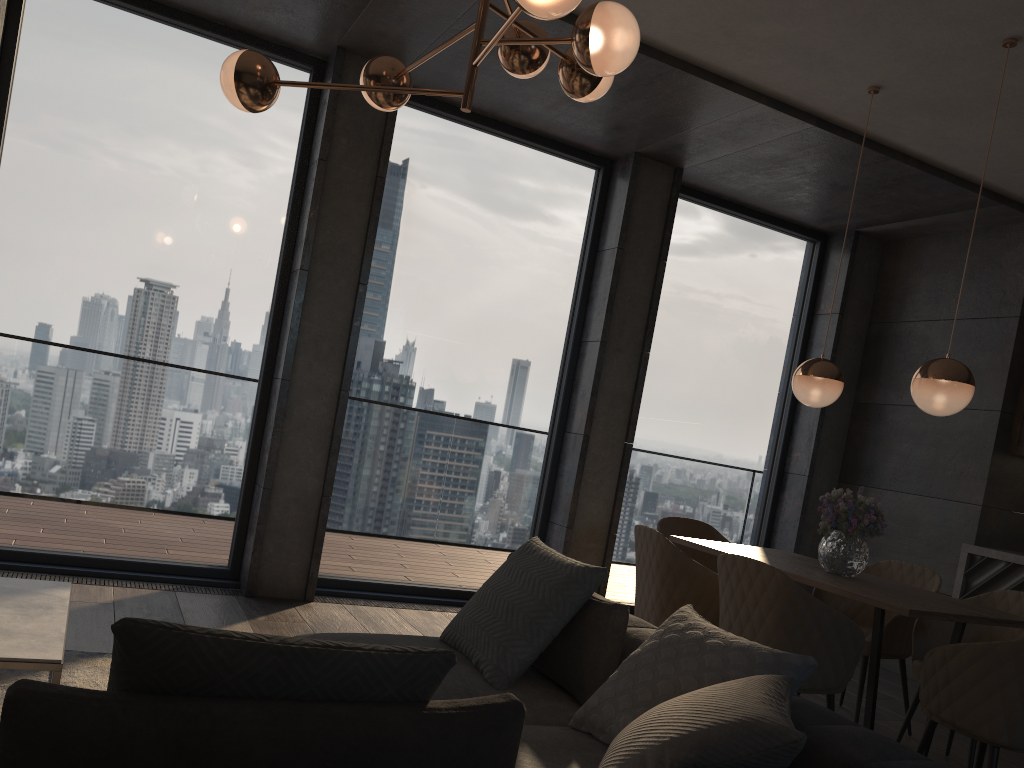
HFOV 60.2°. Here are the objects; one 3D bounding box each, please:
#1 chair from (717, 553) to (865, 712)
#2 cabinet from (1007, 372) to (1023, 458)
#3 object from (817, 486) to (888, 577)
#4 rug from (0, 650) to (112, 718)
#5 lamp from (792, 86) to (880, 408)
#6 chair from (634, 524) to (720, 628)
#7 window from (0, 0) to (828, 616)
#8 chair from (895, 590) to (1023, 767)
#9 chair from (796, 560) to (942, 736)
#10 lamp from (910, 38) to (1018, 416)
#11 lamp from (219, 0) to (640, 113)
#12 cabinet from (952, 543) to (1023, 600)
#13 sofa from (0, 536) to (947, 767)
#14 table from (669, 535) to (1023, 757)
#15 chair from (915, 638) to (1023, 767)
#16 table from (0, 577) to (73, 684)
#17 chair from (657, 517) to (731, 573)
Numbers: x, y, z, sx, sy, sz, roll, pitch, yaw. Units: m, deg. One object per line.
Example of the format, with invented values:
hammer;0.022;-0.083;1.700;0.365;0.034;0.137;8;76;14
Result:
chair;1.021;1.103;3.433;0.513;0.838;0.551;10;1;-31
cabinet;4.062;0.089;4.099;0.371;0.866;3.373;9;-2;-25
object;1.514;0.655;3.958;0.295;0.410;0.330;10;0;35
rug;-1.395;1.045;2.584;3.163;0.020;1.719;12;-3;-25
lamp;1.591;-0.648;4.241;0.240;1.548;0.237;9;2;-20
chair;0.760;1.087;3.982;0.512;0.838;0.552;10;1;-16
window;-1.143;-0.292;5.098;7.310;3.008;0.197;11;1;-25
chair;2.050;1.311;3.871;0.513;0.838;0.551;10;1;-26
chair;1.796;1.298;4.467;0.513;0.838;0.551;10;1;-31
lamp;1.885;-0.629;3.610;0.237;1.548;0.240;12;3;40
lamp;-0.063;-1.281;2.730;1.452;1.040;1.022;9;-1;41
cabinet;3.694;1.556;4.104;0.604;0.950;3.372;10;-2;-25
sofa;-0.607;0.761;2.008;2.929;0.785;2.011;11;-3;-26
table;1.379;1.231;3.977;0.773;0.770;1.458;10;-2;-25
chair;1.748;1.217;3.137;0.558;0.838;0.507;10;1;-21
table;-1.848;0.804;2.610;0.936;0.309;0.925;11;-3;-25
chair;1.001;1.175;4.803;0.558;0.838;0.507;10;1;-21
